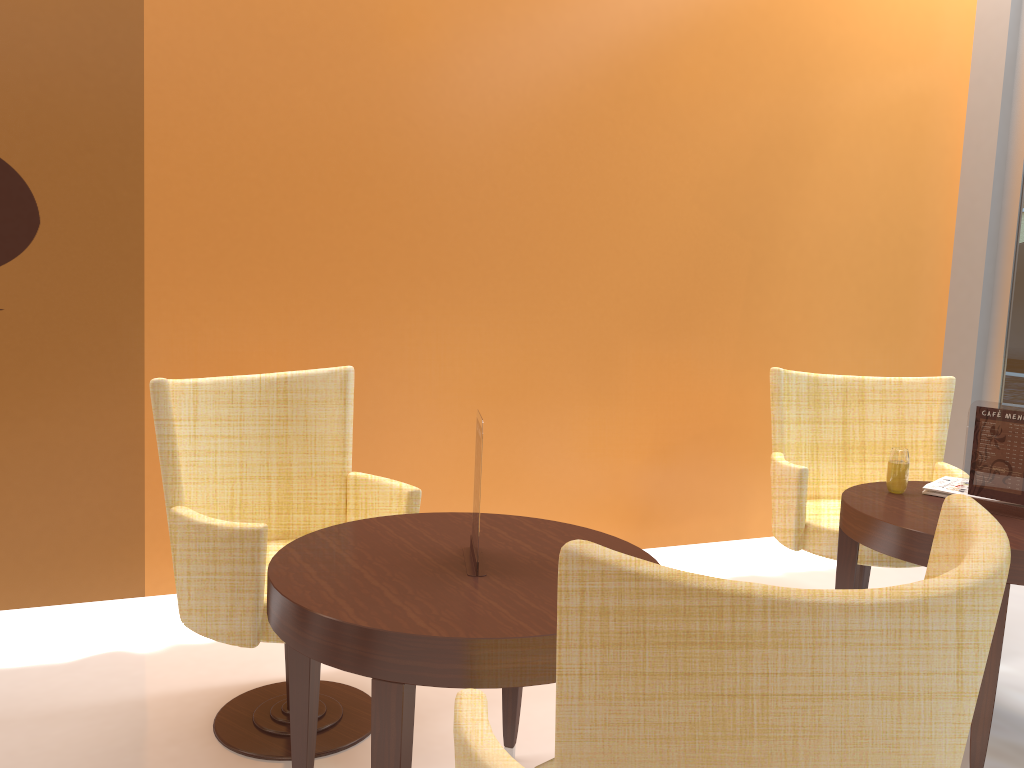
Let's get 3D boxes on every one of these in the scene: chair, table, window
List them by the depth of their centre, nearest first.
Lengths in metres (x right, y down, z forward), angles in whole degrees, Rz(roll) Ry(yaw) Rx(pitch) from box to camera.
[{"bbox_3d":[4.218,-0.371,0.891,0.040,3.380,8.200,0,7,-24],"label":"window"},{"bbox_3d":[0.292,0.661,1.326,0.729,1.017,0.685,-1,7,-27],"label":"chair"},{"bbox_3d":[-0.109,0.736,2.031,0.874,0.679,0.872,4,6,12],"label":"table"},{"bbox_3d":[-0.650,0.479,2.607,0.685,1.017,0.729,7,7,33],"label":"chair"},{"bbox_3d":[1.453,0.727,2.734,0.874,0.679,0.872,5,7,22],"label":"table"},{"bbox_3d":[1.378,0.468,3.519,0.729,1.017,0.685,3,6,8],"label":"chair"}]

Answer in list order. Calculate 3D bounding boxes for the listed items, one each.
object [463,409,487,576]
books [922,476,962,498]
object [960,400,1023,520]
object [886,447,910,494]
[{"bbox_3d":[-0.078,0.233,1.980,0.042,0.335,0.209,2,6,-6],"label":"object"},{"bbox_3d":[1.563,0.358,2.903,0.339,0.028,0.273,8,8,40],"label":"books"},{"bbox_3d":[1.475,0.224,2.679,0.042,0.335,0.209,-3,8,-41],"label":"object"},{"bbox_3d":[1.265,0.284,2.907,0.067,0.148,0.067,2,6,0],"label":"object"}]
